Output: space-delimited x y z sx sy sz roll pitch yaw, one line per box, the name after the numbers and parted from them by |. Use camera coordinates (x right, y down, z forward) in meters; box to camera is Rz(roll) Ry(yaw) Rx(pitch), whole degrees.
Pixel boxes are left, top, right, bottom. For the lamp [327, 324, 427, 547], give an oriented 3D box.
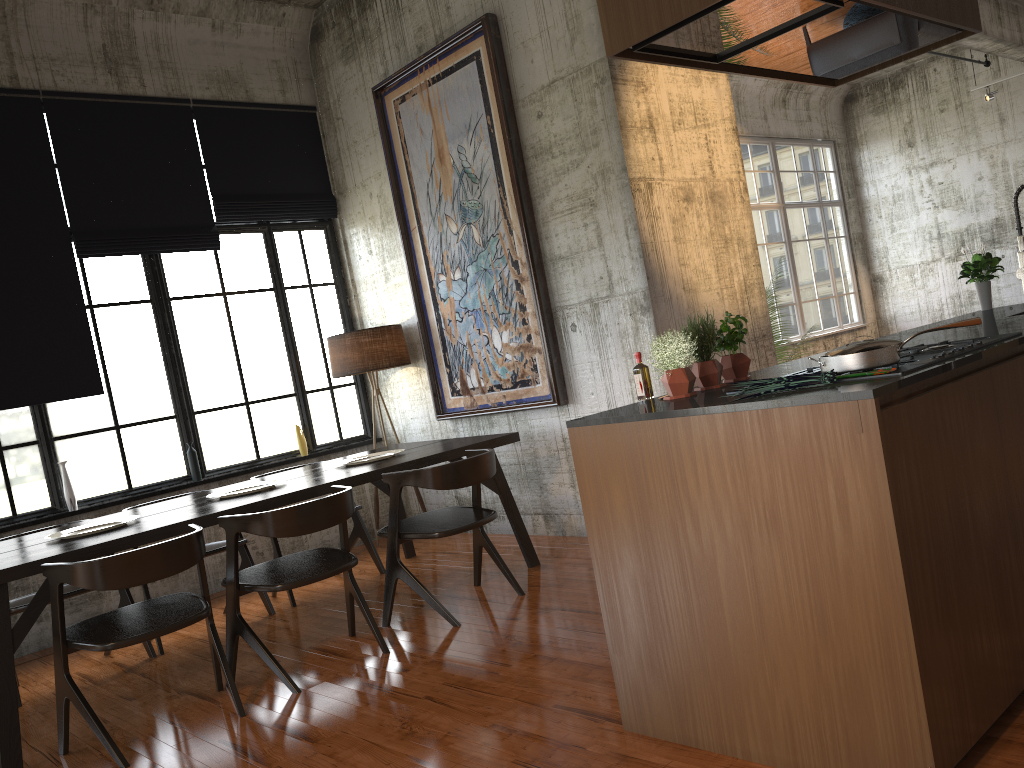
-1.202 0.513 8.421 0.750 2.060 0.753 -13 4 -30 | lamp

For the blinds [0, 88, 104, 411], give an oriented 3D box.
-4.068 -1.065 6.904 1.211 2.538 0.034 -13 4 -42 | blinds

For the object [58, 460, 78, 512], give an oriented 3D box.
-3.571 0.822 7.130 0.082 0.411 0.082 -10 3 9 | object

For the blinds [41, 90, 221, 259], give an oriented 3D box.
-3.253 -1.821 7.682 1.250 1.400 0.052 -13 4 -42 | blinds

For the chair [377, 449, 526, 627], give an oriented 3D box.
-0.424 0.988 5.802 0.771 0.995 0.875 -8 4 44 | chair

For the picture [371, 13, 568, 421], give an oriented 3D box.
-0.418 -1.273 7.598 0.141 3.126 1.658 -14 4 -42 | picture

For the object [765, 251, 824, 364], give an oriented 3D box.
2.301 -0.146 8.470 1.509 2.067 1.889 -12 3 -19 | object

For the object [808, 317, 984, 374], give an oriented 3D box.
1.425 -0.144 3.143 0.729 0.120 0.331 -11 2 -6 | object

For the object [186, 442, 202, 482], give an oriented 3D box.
-2.808 0.689 7.817 0.080 0.352 0.080 -11 3 -11 | object

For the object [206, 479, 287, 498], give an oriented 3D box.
-1.774 0.707 5.937 0.525 0.025 0.527 -12 2 -32 | object

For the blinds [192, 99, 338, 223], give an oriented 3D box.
-2.339 -2.148 8.531 1.291 1.144 0.053 -13 4 -42 | blinds

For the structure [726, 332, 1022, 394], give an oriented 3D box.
1.416 -0.089 3.423 1.093 0.019 0.679 -12 2 -42 | structure

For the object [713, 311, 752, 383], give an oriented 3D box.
0.982 -0.171 3.942 0.172 0.312 0.179 -13 4 -36 | object

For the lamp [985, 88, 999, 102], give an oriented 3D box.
7.346 -4.450 13.617 0.260 0.211 0.102 -11 3 -7 | lamp

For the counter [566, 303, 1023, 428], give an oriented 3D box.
2.223 -0.174 4.456 4.346 0.174 1.247 -12 2 -42 | counter

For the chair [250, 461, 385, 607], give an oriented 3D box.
-1.641 1.179 7.230 0.875 0.995 0.771 -13 4 -42 | chair

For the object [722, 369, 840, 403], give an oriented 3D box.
0.895 -0.005 3.010 0.391 0.068 0.184 -11 2 5 | object

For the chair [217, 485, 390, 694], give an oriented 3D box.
-1.222 1.158 5.131 0.875 0.995 0.771 -13 4 -42 | chair

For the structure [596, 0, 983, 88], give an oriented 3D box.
1.037 -1.852 3.352 1.623 1.127 0.665 -13 3 -42 | structure

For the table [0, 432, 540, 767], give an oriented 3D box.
-1.733 1.224 5.993 3.689 1.008 1.642 -12 3 -42 | table

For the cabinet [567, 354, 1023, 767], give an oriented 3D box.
2.328 0.377 4.490 4.344 1.246 1.247 -12 3 -42 | cabinet

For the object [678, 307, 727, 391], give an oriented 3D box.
0.804 -0.161 3.774 0.186 0.368 0.196 -11 3 -2 | object

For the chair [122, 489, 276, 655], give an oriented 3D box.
-2.374 1.338 6.549 0.875 0.995 0.771 -13 3 -41 | chair

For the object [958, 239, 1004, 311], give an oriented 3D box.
3.277 -0.762 6.187 0.304 0.503 0.268 -11 3 1 | object

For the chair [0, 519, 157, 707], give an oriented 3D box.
-3.029 1.478 5.951 0.875 0.995 0.771 -13 4 -42 | chair

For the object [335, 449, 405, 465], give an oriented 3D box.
-1.055 0.552 6.593 0.525 0.025 0.527 -12 2 -32 | object

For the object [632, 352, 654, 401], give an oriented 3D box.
0.564 -0.036 3.853 0.055 0.209 0.056 -14 4 -42 | object

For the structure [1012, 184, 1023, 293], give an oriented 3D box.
3.157 -0.843 5.209 0.167 0.751 0.361 -14 4 -42 | structure

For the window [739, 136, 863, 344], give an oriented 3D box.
4.618 -2.416 14.835 4.267 3.441 0.050 -13 4 -42 | window

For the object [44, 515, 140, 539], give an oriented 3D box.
-2.493 0.862 5.281 0.525 0.025 0.527 -12 2 -32 | object

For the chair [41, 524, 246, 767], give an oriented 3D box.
-1.877 1.298 4.533 0.875 0.995 0.771 -13 3 -41 | chair

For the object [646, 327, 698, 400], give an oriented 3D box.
0.652 -0.085 3.602 0.210 0.284 0.221 -13 3 -34 | object

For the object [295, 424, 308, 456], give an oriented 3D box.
-2.027 0.536 8.525 0.073 0.319 0.074 -10 3 11 | object

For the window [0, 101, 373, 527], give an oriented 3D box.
-3.094 -0.785 7.842 3.798 3.441 0.050 -13 4 -42 | window
